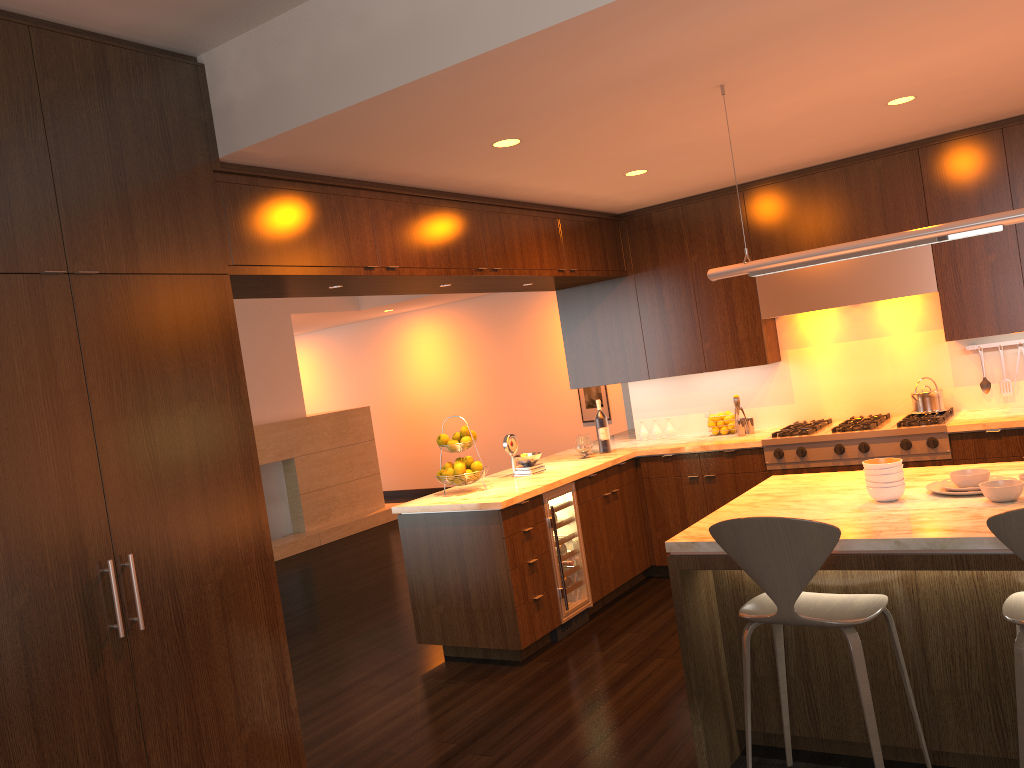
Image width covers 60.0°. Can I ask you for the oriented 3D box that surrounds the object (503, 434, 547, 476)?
[{"bbox_3d":[0.082,0.449,5.739,0.231,0.266,0.191,-8,1,37],"label":"object"}]

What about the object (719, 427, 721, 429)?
[{"bbox_3d":[1.497,0.321,6.286,0.057,0.060,0.052,-9,1,-18],"label":"object"}]

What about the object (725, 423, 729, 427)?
[{"bbox_3d":[1.536,0.283,6.275,0.051,0.053,0.062,-9,1,-15],"label":"object"}]

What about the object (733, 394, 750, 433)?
[{"bbox_3d":[1.536,0.211,6.043,0.101,0.288,0.088,-9,1,-26],"label":"object"}]

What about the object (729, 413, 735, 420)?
[{"bbox_3d":[1.556,0.233,6.271,0.051,0.053,0.063,-9,1,-10],"label":"object"}]

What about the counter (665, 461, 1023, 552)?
[{"bbox_3d":[2.016,0.366,2.955,2.711,0.038,1.280,-8,1,34],"label":"counter"}]

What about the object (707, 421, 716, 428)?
[{"bbox_3d":[1.415,0.286,6.274,0.063,0.051,0.053,-8,1,35],"label":"object"}]

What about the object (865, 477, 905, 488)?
[{"bbox_3d":[1.393,0.380,3.306,0.140,0.068,0.139,-8,1,17],"label":"object"}]

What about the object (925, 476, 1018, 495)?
[{"bbox_3d":[1.697,0.379,3.275,0.310,0.021,0.309,-8,1,34],"label":"object"}]

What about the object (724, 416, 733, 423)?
[{"bbox_3d":[1.518,0.251,6.230,0.061,0.052,0.053,-9,1,-10],"label":"object"}]

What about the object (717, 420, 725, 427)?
[{"bbox_3d":[1.471,0.280,6.248,0.052,0.053,0.062,-8,1,39],"label":"object"}]

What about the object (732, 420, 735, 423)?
[{"bbox_3d":[1.566,0.282,6.267,0.061,0.055,0.051,-10,2,-44],"label":"object"}]

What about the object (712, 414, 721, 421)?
[{"bbox_3d":[1.444,0.238,6.251,0.063,0.051,0.053,-8,1,24],"label":"object"}]

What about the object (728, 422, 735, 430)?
[{"bbox_3d":[1.535,0.296,6.206,0.052,0.054,0.061,-8,2,44],"label":"object"}]

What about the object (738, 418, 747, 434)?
[{"bbox_3d":[1.598,0.292,6.143,0.060,0.106,0.060,-9,1,-24],"label":"object"}]

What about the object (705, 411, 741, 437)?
[{"bbox_3d":[1.503,0.269,6.296,0.207,0.175,0.189,-8,1,32],"label":"object"}]

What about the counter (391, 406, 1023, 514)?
[{"bbox_3d":[1.664,0.369,5.460,3.616,0.038,3.187,-8,1,34],"label":"counter"}]

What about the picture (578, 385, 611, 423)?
[{"bbox_3d":[0.962,-0.129,10.995,0.398,1.200,0.012,-8,1,34],"label":"picture"}]

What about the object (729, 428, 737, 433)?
[{"bbox_3d":[1.554,0.321,6.244,0.051,0.053,0.063,-9,1,-15],"label":"object"}]

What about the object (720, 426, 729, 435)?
[{"bbox_3d":[1.496,0.328,6.243,0.064,0.063,0.074,-9,1,-3],"label":"object"}]

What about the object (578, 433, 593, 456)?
[{"bbox_3d":[0.517,0.430,6.268,0.112,0.151,0.112,-10,1,-38],"label":"object"}]

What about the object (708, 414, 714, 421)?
[{"bbox_3d":[1.421,0.245,6.299,0.052,0.060,0.057,-9,1,-35],"label":"object"}]

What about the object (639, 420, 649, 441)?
[{"bbox_3d":[0.989,0.349,6.682,0.079,0.154,0.079,-8,1,17],"label":"object"}]

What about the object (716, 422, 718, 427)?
[{"bbox_3d":[1.463,0.276,6.304,0.064,0.053,0.051,-9,1,-21],"label":"object"}]

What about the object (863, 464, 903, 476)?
[{"bbox_3d":[1.387,0.337,3.305,0.140,0.064,0.139,-8,1,8],"label":"object"}]

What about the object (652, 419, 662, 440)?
[{"bbox_3d":[1.076,0.337,6.621,0.079,0.154,0.079,-8,1,17],"label":"object"}]

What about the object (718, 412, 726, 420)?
[{"bbox_3d":[1.487,0.228,6.291,0.051,0.053,0.063,-9,1,-22],"label":"object"}]

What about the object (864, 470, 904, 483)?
[{"bbox_3d":[1.390,0.358,3.304,0.140,0.062,0.139,-8,1,34],"label":"object"}]

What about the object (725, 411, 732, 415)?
[{"bbox_3d":[1.548,0.219,6.338,0.050,0.060,0.059,-9,1,-24],"label":"object"}]

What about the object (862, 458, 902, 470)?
[{"bbox_3d":[1.383,0.316,3.305,0.140,0.062,0.139,-8,2,42],"label":"object"}]

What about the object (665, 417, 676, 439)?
[{"bbox_3d":[1.166,0.324,6.558,0.079,0.154,0.079,-8,1,17],"label":"object"}]

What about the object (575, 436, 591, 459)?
[{"bbox_3d":[0.492,0.437,6.117,0.112,0.151,0.112,-10,1,-38],"label":"object"}]

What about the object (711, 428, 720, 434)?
[{"bbox_3d":[1.451,0.334,6.321,0.061,0.053,0.053,-8,1,19],"label":"object"}]

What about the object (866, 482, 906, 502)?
[{"bbox_3d":[1.397,0.404,3.306,0.140,0.059,0.139,-8,1,25],"label":"object"}]

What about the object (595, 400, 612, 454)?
[{"bbox_3d":[0.634,0.298,6.259,0.095,0.378,0.094,-9,1,-31],"label":"object"}]

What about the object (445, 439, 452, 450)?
[{"bbox_3d":[-0.370,0.369,5.367,0.070,0.068,0.062,-9,1,-7],"label":"object"}]

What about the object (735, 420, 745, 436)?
[{"bbox_3d":[1.556,0.300,6.032,0.060,0.106,0.060,-9,1,-24],"label":"object"}]

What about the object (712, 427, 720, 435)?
[{"bbox_3d":[1.439,0.330,6.265,0.060,0.057,0.052,-9,1,-22],"label":"object"}]

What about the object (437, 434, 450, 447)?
[{"bbox_3d":[-0.413,0.338,5.322,0.077,0.079,0.075,-8,2,43],"label":"object"}]

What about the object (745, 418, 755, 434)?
[{"bbox_3d":[1.632,0.288,6.076,0.060,0.106,0.060,-9,1,-24],"label":"object"}]

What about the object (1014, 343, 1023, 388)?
[{"bbox_3d":[3.068,-0.112,5.338,0.114,0.271,0.008,-8,1,34],"label":"object"}]
